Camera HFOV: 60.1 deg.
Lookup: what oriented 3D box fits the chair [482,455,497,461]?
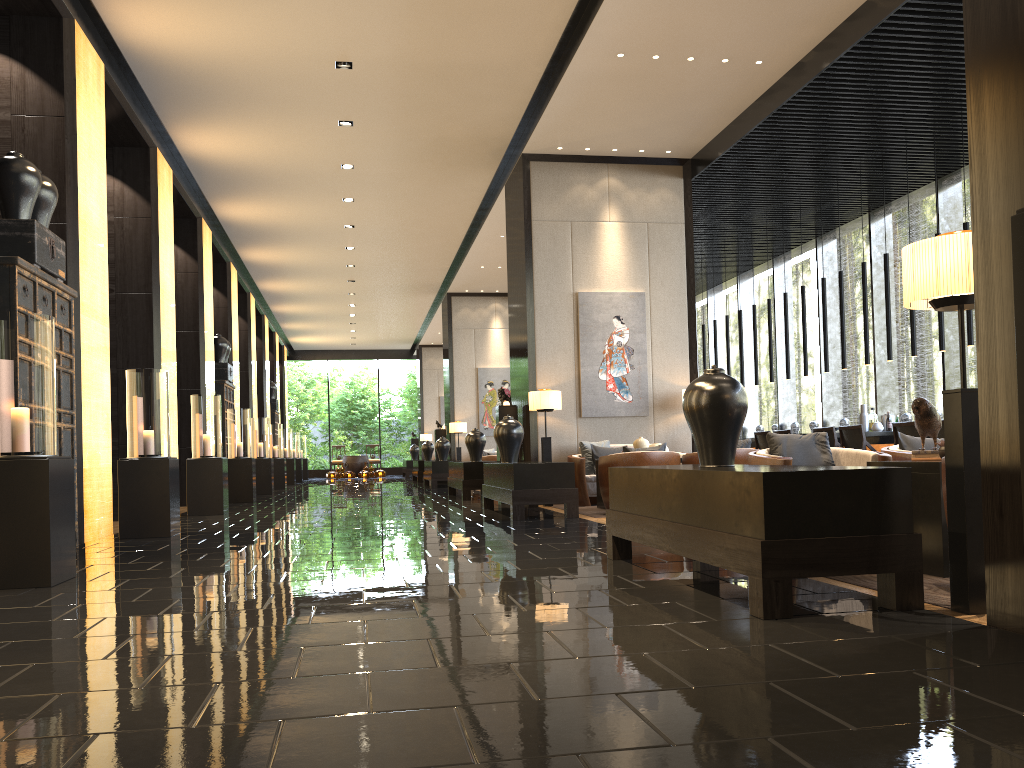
[{"bbox_3d":[-0.273,1.687,17.249,0.803,0.603,0.607,-1,-3,-10],"label":"chair"}]

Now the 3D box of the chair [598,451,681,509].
[{"bbox_3d":[1.253,0.949,8.510,0.803,0.603,0.607,-1,-3,-10],"label":"chair"}]

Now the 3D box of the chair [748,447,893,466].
[{"bbox_3d":[1.752,0.668,5.159,0.803,0.603,0.607,-1,-3,-10],"label":"chair"}]

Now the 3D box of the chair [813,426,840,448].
[{"bbox_3d":[3.836,0.912,10.352,0.563,0.826,0.527,-1,-2,-10],"label":"chair"}]

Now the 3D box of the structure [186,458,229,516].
[{"bbox_3d":[-3.556,1.195,10.351,0.402,0.657,0.403,-1,-2,-10],"label":"structure"}]

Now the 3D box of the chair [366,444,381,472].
[{"bbox_3d":[-4.690,2.576,29.858,0.520,1.074,0.537,-1,-2,-10],"label":"chair"}]

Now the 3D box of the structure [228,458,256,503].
[{"bbox_3d":[-4.062,1.440,13.243,0.402,0.657,0.403,-1,-2,-10],"label":"structure"}]

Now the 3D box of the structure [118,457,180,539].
[{"bbox_3d":[-3.051,0.951,7.459,0.402,0.657,0.403,-1,-2,-10],"label":"structure"}]

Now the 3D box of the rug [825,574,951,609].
[{"bbox_3d":[2.423,0.885,4.386,2.040,0.008,2.247,-1,-5,-10],"label":"rug"}]

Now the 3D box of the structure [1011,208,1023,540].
[{"bbox_3d":[1.481,0.136,2.246,0.240,1.216,0.240,-1,-1,-10],"label":"structure"}]

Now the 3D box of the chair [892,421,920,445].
[{"bbox_3d":[4.110,0.780,8.788,0.563,0.826,0.527,-1,-2,-10],"label":"chair"}]

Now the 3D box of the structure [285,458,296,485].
[{"bbox_3d":[-5.577,2.173,21.918,0.402,0.657,0.403,-1,-2,-10],"label":"structure"}]

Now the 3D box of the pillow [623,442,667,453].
[{"bbox_3d":[1.264,0.726,8.396,0.441,0.338,0.205,-1,-2,-3],"label":"pillow"}]

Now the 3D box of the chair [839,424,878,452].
[{"bbox_3d":[3.935,0.864,9.786,0.563,0.826,0.527,-1,-2,-10],"label":"chair"}]

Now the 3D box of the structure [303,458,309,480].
[{"bbox_3d":[-6.588,2.662,27.702,0.402,0.657,0.403,-1,-2,-10],"label":"structure"}]

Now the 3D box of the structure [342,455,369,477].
[{"bbox_3d":[-5.132,2.706,29.083,0.873,0.709,0.876,0,-3,-22],"label":"structure"}]

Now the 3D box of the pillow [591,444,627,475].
[{"bbox_3d":[1.120,0.860,10.178,0.471,0.360,0.220,-1,-2,-13],"label":"pillow"}]

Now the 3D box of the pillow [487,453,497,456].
[{"bbox_3d":[-0.262,1.465,17.134,0.441,0.338,0.205,-1,-2,-3],"label":"pillow"}]

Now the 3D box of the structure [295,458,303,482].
[{"bbox_3d":[-6.082,2.418,24.810,0.402,0.657,0.403,-1,-2,-10],"label":"structure"}]

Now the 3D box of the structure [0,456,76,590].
[{"bbox_3d":[-2.554,0.711,4.613,0.402,0.657,0.403,-1,-2,-10],"label":"structure"}]

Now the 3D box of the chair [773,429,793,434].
[{"bbox_3d":[3.662,0.996,11.350,0.563,0.826,0.527,-1,-2,-10],"label":"chair"}]

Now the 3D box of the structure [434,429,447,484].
[{"bbox_3d":[-1.594,1.624,19.846,0.240,1.216,0.240,-1,-1,-10],"label":"structure"}]

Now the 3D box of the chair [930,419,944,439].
[{"bbox_3d":[4.209,0.732,8.222,0.563,0.826,0.527,-1,-2,-10],"label":"chair"}]

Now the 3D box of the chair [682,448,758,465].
[{"bbox_3d":[2.096,0.937,8.658,0.803,0.603,0.607,-1,-3,-10],"label":"chair"}]

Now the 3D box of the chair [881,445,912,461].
[{"bbox_3d":[2.595,0.656,5.307,0.803,0.603,0.607,-1,-3,-10],"label":"chair"}]

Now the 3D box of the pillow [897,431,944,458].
[{"bbox_3d":[2.572,0.453,5.430,0.441,0.338,0.205,-1,-2,-3],"label":"pillow"}]

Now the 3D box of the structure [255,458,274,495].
[{"bbox_3d":[-4.567,1.684,16.135,0.402,0.657,0.403,-1,-2,-10],"label":"structure"}]

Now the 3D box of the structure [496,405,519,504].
[{"bbox_3d":[-0.053,0.878,11.023,0.240,1.216,0.240,-1,-1,-10],"label":"structure"}]

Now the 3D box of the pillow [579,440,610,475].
[{"bbox_3d":[0.994,0.854,10.314,0.433,0.399,0.201,0,-3,-32],"label":"pillow"}]

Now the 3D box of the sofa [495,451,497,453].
[{"bbox_3d":[-0.182,1.779,19.008,1.448,0.692,0.604,-1,-3,-10],"label":"sofa"}]

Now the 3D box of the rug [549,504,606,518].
[{"bbox_3d":[1.538,1.313,9.452,1.957,0.008,2.247,-1,-5,-10],"label":"rug"}]

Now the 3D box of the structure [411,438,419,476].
[{"bbox_3d":[-3.140,2.371,28.694,0.240,1.216,0.240,-1,-1,-10],"label":"structure"}]

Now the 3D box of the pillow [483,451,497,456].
[{"bbox_3d":[-0.406,1.598,18.916,0.471,0.360,0.220,-1,-2,-13],"label":"pillow"}]

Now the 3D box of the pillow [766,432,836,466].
[{"bbox_3d":[1.727,0.461,5.280,0.399,0.362,0.222,-1,-2,-9],"label":"pillow"}]

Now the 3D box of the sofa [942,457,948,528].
[{"bbox_3d":[2.501,0.473,3.549,1.448,0.692,0.604,-1,-3,-10],"label":"sofa"}]

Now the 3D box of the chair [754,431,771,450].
[{"bbox_3d":[3.563,1.044,11.916,0.563,0.826,0.527,-1,-2,-10],"label":"chair"}]

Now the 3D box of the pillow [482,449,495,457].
[{"bbox_3d":[-0.533,1.592,19.052,0.433,0.399,0.201,0,-3,-32],"label":"pillow"}]

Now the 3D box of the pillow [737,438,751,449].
[{"bbox_3d":[2.109,0.711,8.546,0.399,0.362,0.222,-1,-2,-9],"label":"pillow"}]

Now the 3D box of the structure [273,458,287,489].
[{"bbox_3d":[-5.072,1.929,19.027,0.402,0.657,0.403,-1,-2,-10],"label":"structure"}]

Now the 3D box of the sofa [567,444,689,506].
[{"bbox_3d":[1.345,1.041,10.270,1.448,0.692,0.604,-1,-3,-10],"label":"sofa"}]

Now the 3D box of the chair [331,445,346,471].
[{"bbox_3d":[-5.801,2.592,29.663,0.520,1.074,0.537,-1,-2,-10],"label":"chair"}]
